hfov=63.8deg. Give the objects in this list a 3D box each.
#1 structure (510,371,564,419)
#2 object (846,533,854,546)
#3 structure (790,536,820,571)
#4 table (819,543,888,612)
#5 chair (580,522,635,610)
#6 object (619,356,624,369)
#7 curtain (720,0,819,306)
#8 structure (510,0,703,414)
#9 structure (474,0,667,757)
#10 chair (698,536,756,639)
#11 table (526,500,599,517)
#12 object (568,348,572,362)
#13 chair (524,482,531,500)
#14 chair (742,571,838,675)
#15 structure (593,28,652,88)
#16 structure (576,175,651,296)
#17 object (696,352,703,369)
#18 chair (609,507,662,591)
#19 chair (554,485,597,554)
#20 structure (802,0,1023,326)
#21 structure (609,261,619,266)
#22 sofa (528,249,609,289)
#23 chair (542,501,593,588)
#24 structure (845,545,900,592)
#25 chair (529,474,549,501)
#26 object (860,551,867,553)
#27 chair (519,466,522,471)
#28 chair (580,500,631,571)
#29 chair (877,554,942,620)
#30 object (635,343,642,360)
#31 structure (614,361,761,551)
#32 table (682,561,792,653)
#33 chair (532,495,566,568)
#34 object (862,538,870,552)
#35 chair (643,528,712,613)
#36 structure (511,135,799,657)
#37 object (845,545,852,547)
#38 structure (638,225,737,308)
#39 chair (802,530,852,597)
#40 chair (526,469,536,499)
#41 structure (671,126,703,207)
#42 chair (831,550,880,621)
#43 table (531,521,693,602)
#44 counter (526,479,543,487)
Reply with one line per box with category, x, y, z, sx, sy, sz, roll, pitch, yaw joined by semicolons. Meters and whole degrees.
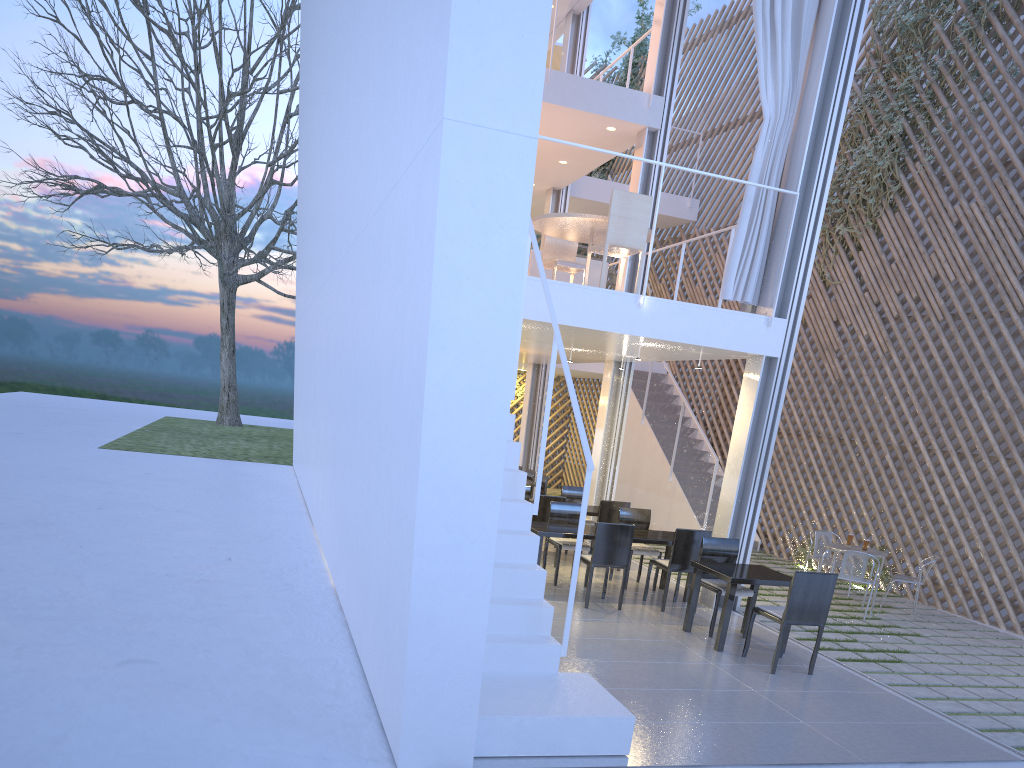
structure;0.143;0.157;9.254;1.149;2.156;0.262;2;18;-16
object;1.989;0.917;4.843;0.030;0.083;0.029;14;18;27
structure;2.190;1.236;6.014;0.268;0.281;0.241;5;10;-9
table;1.971;1.127;4.816;0.333;0.360;0.337;13;11;35
chair;0.436;0.878;4.045;0.193;0.473;0.216;1;15;-16
object;0.674;-0.131;5.019;0.029;0.085;0.026;5;16;-5
curtain;1.059;-1.634;3.422;0.516;2.611;0.087;0;19;-18
structure;0.597;-1.511;9.603;1.118;4.879;3.017;0;14;-19
structure;0.391;-0.640;3.496;1.737;3.570;3.367;2;10;-17
chair;0.976;0.937;3.776;0.193;0.473;0.216;1;15;-16
table;0.243;0.929;5.181;0.923;0.357;0.324;6;9;-17
object;0.353;-0.172;4.921;0.029;0.085;0.026;5;16;-5
chair;0.040;0.860;5.342;0.193;0.473;0.216;1;15;-16
chair;1.113;0.943;3.327;0.193;0.473;0.216;1;15;-16
structure;0.696;-1.974;5.843;0.028;0.592;1.585;0;3;-17
structure;0.884;-1.214;8.201;0.536;2.034;1.149;-1;15;-22
object;-0.153;0.157;4.789;1.684;0.882;1.714;6;3;-19
chair;0.701;0.922;4.583;0.193;0.473;0.216;1;15;-16
chair;0.432;0.909;5.462;0.193;0.473;0.216;1;15;-16
structure;2.619;-1.768;5.110;0.739;2.937;2.168;-2;14;-25
structure;0.549;-0.564;6.307;0.028;0.592;1.585;0;3;-17
sofa;0.199;-0.581;5.404;0.503;0.395;0.916;5;2;-17
chair;0.309;0.872;4.463;0.193;0.473;0.216;1;15;-16
structure;2.389;1.211;5.430;0.295;0.349;0.292;0;12;-31
chair;0.107;0.886;6.174;0.241;0.473;0.171;2;16;-15
object;0.649;0.575;4.259;2.886;0.434;0.033;7;17;-14
chair;-0.084;0.877;6.776;0.240;0.473;0.172;1;17;-21
chair;0.560;0.915;5.044;0.193;0.473;0.216;1;15;-16
chair;2.274;1.139;4.712;0.242;0.410;0.246;12;14;23
object;0.624;-0.160;4.034;0.029;0.085;0.026;5;16;-5
structure;1.167;0.248;6.875;1.185;2.116;1.806;0;12;-23
table;1.005;0.986;3.639;0.361;0.358;0.324;4;10;-17
chair;0.168;0.866;4.923;0.193;0.473;0.216;1;15;-16
object;2.003;0.914;4.661;0.030;0.083;0.029;14;18;27
chair;0.828;0.928;4.165;0.193;0.473;0.216;1;15;-16
structure;0.703;0.005;3.094;1.373;1.931;1.318;3;12;-17
object;0.638;0.559;4.367;2.923;0.469;0.055;7;17;-16
structure;1.052;-0.541;4.660;0.028;0.592;1.583;0;3;-17
chair;1.954;1.110;5.109;0.264;0.410;0.225;2;14;-16
chair;0.019;0.883;6.477;0.241;0.473;0.172;1;16;-18
structure;1.042;-1.905;6.928;1.148;0.614;0.024;6;17;-17
chair;1.864;1.085;4.506;0.253;0.410;0.235;13;15;27
table;0.497;0.941;4.348;0.923;0.357;0.324;6;9;-17
counter;-0.537;0.845;6.844;0.821;0.400;2.348;6;0;-17
